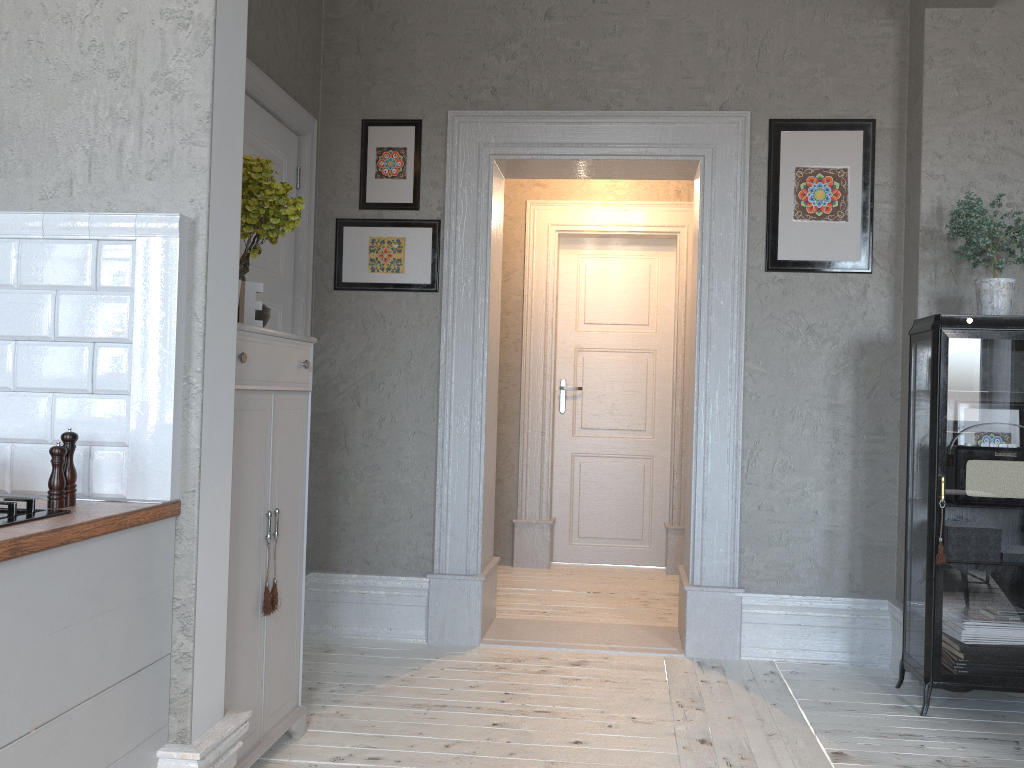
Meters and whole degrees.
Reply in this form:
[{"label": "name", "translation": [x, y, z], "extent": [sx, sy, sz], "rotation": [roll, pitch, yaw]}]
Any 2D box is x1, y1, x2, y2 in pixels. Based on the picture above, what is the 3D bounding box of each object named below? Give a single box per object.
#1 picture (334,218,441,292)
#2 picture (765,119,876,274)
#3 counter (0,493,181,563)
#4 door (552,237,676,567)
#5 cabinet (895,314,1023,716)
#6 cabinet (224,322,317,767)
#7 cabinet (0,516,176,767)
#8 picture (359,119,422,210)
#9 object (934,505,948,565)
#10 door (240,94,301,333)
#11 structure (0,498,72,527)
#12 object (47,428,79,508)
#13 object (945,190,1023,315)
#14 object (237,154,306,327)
[{"label": "picture", "translation": [-0.571, -0.589, 4.047], "extent": [0.487, 0.331, 0.014], "rotation": [2, -1, 5]}, {"label": "picture", "translation": [1.352, -0.825, 3.886], "extent": [0.457, 0.677, 0.020], "rotation": [2, -1, 5]}, {"label": "counter", "translation": [-2.656, 0.215, 0.640], "extent": [3.376, 0.039, 3.175], "rotation": [2, -1, 6]}, {"label": "door", "translation": [0.681, 0.111, 5.918], "extent": [0.801, 2.192, 0.080], "rotation": [2, -1, 5]}, {"label": "cabinet", "translation": [1.829, 0.487, 3.355], "extent": [0.615, 1.471, 0.349], "rotation": [2, -1, 5]}, {"label": "cabinet", "translation": [-0.875, 0.484, 2.593], "extent": [0.382, 1.297, 0.669], "rotation": [2, -1, 7]}, {"label": "cabinet", "translation": [-2.756, 0.629, 1.098], "extent": [4.284, 0.854, 1.946], "rotation": [2, -1, -38]}, {"label": "picture", "translation": [-0.556, -1.004, 4.052], "extent": [0.281, 0.416, 0.012], "rotation": [2, -1, 5]}, {"label": "object", "translation": [1.552, 0.539, 3.207], "extent": [0.046, 0.234, 0.039], "rotation": [2, -1, -37]}, {"label": "door", "translation": [-0.987, 0.026, 3.413], "extent": [0.079, 2.183, 0.754], "rotation": [2, -1, 7]}, {"label": "structure", "translation": [-1.230, 0.235, 1.594], "extent": [0.603, 0.031, 0.498], "rotation": [2, -1, 6]}, {"label": "object", "translation": [-0.963, 0.179, 1.900], "extent": [0.036, 0.167, 0.073], "rotation": [2, -1, 7]}, {"label": "object", "translation": [1.866, -0.501, 3.370], "extent": [0.392, 0.506, 0.420], "rotation": [1, -1, 22]}, {"label": "object", "translation": [-0.842, -0.438, 2.789], "extent": [0.333, 0.553, 0.303], "rotation": [1, -1, 40]}]
